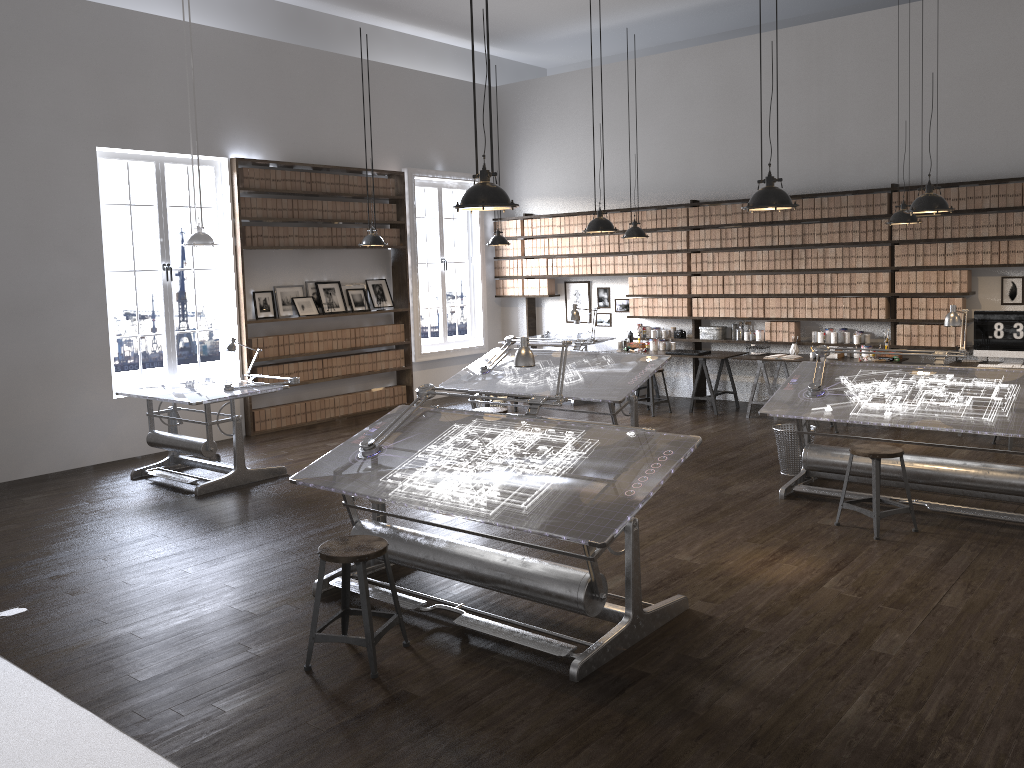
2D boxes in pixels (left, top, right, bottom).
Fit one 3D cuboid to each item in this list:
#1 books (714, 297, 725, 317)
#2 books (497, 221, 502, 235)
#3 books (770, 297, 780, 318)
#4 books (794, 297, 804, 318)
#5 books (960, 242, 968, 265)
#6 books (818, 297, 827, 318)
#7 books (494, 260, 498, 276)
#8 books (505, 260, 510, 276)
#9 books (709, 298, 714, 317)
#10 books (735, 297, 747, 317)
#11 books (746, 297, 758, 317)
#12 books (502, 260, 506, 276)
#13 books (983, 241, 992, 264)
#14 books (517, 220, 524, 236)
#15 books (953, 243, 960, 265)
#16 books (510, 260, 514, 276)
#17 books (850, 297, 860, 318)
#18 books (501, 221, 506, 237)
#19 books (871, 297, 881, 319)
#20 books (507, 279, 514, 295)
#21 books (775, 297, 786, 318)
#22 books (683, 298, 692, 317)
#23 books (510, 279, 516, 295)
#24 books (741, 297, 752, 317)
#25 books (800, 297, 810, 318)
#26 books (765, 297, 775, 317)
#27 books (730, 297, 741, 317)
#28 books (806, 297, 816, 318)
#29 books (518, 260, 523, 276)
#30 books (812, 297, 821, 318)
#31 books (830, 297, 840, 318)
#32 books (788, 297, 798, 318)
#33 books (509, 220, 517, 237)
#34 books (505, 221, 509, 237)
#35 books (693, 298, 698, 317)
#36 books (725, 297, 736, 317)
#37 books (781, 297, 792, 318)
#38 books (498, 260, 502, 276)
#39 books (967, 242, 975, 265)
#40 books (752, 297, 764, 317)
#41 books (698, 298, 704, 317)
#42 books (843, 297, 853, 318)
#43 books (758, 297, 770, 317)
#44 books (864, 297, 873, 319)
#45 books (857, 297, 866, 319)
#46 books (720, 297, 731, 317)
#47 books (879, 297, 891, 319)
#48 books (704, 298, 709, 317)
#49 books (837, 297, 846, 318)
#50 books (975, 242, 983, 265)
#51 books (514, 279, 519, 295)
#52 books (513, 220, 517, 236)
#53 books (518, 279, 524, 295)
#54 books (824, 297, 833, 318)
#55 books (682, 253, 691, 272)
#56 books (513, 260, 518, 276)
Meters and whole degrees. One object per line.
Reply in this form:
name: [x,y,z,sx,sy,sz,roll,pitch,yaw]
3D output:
books: [2.490,-0.920,10.612,0.067,0.225,0.175,2,7,39]
books: [-0.128,-2.205,12.634,0.067,0.225,0.175,2,7,39]
books: [3.032,-0.879,10.173,0.067,0.224,0.175,2,7,39]
books: [3.249,-0.863,10.000,0.067,0.225,0.175,2,7,39]
books: [4.544,-1.306,8.874,0.067,0.225,0.175,2,7,39]
books: [3.460,-0.847,9.824,0.067,0.224,0.175,2,7,39]
books: [-0.174,-1.663,12.730,0.067,0.225,0.175,2,7,39]
books: [-0.011,-1.651,12.599,0.067,0.225,0.175,2,7,39]
books: [2.438,-0.924,10.659,0.067,0.225,0.175,2,7,39]
books: [2.702,-0.905,10.445,0.067,0.225,0.175,2,7,39]
books: [2.809,-0.896,10.352,0.067,0.225,0.175,2,7,39]
books: [-0.063,-1.656,12.647,0.067,0.225,0.175,2,7,39]
books: [4.707,-1.294,8.743,0.067,0.225,0.175,2,7,39]
books: [0.148,-2.185,12.412,0.067,0.224,0.175,2,7,39]
books: [4.495,-1.310,8.920,0.067,0.224,0.175,2,7,39]
books: [0.047,-1.648,12.558,0.067,0.225,0.175,2,7,39]
books: [3.730,-0.827,9.605,0.067,0.225,0.175,2,7,39]
books: [-0.070,-2.201,12.591,0.067,0.225,0.175,2,7,39]
books: [3.900,-0.813,9.459,0.067,0.225,0.175,2,7,39]
books: [0.008,-1.376,12.616,0.067,0.224,0.175,2,7,39]
books: [3.078,-0.875,10.130,0.067,0.225,0.175,2,7,39]
books: [2.169,-0.944,10.874,0.067,0.225,0.175,2,7,39]
books: [0.054,-1.372,12.573,0.067,0.225,0.175,2,7,39]
books: [2.757,-0.900,10.400,0.067,0.225,0.175,2,7,39]
books: [3.301,-0.859,9.954,0.067,0.225,0.175,2,7,39]
books: [2.982,-0.883,10.216,0.067,0.224,0.175,2,7,39]
books: [2.646,-0.908,10.483,0.067,0.225,0.175,2,7,39]
books: [3.353,-0.855,9.906,0.067,0.225,0.175,2,7,39]
books: [0.163,-1.639,12.463,0.067,0.224,0.175,2,7,39]
books: [3.411,-0.850,9.862,0.067,0.224,0.175,2,7,39]
books: [3.565,-0.839,9.740,0.067,0.225,0.175,2,7,39]
books: [3.192,-0.867,10.041,0.067,0.225,0.175,2,7,39]
books: [0.039,-2.193,12.504,0.067,0.225,0.175,2,7,39]
books: [-0.014,-2.198,12.550,0.067,0.225,0.175,2,7,39]
books: [2.271,-0.936,10.789,0.067,0.225,0.175,2,7,39]
books: [2.597,-0.912,10.529,0.067,0.224,0.175,2,7,39]
books: [3.134,-0.871,10.084,0.067,0.225,0.175,2,7,39]
books: [-0.118,-1.660,12.692,0.067,0.225,0.175,2,7,39]
books: [4.600,-1.302,8.836,0.067,0.225,0.175,2,7,39]
books: [2.867,-0.892,10.311,0.067,0.225,0.175,2,7,39]
books: [2.329,-0.932,10.746,0.067,0.225,0.175,2,7,39]
books: [3.672,-0.831,9.647,0.067,0.225,0.175,2,7,39]
books: [2.922,-0.887,10.259,0.067,0.225,0.175,2,7,39]
books: [3.845,-0.818,9.511,0.067,0.224,0.175,2,7,39]
books: [3.785,-0.822,9.554,0.067,0.225,0.175,2,7,39]
books: [2.548,-0.916,10.567,0.067,0.224,0.175,2,7,39]
books: [3.962,-0.809,9.411,0.067,0.224,0.175,2,7,39]
books: [2.386,-0.929,10.705,0.067,0.225,0.175,2,7,39]
books: [3.620,-0.835,9.695,0.067,0.225,0.175,2,7,39]
books: [4.655,-1.298,8.791,0.067,0.225,0.175,2,7,39]
books: [0.110,-1.367,12.527,0.067,0.225,0.175,2,7,39]
books: [0.091,-2.189,12.456,0.067,0.225,0.175,2,7,39]
books: [0.168,-1.364,12.484,0.067,0.225,0.175,2,7,39]
books: [3.509,-0.843,9.778,0.067,0.225,0.175,2,7,39]
books: [2.155,-1.488,10.834,0.067,0.225,0.175,2,7,39]
books: [0.102,-1.643,12.506,0.067,0.225,0.175,2,7,39]
